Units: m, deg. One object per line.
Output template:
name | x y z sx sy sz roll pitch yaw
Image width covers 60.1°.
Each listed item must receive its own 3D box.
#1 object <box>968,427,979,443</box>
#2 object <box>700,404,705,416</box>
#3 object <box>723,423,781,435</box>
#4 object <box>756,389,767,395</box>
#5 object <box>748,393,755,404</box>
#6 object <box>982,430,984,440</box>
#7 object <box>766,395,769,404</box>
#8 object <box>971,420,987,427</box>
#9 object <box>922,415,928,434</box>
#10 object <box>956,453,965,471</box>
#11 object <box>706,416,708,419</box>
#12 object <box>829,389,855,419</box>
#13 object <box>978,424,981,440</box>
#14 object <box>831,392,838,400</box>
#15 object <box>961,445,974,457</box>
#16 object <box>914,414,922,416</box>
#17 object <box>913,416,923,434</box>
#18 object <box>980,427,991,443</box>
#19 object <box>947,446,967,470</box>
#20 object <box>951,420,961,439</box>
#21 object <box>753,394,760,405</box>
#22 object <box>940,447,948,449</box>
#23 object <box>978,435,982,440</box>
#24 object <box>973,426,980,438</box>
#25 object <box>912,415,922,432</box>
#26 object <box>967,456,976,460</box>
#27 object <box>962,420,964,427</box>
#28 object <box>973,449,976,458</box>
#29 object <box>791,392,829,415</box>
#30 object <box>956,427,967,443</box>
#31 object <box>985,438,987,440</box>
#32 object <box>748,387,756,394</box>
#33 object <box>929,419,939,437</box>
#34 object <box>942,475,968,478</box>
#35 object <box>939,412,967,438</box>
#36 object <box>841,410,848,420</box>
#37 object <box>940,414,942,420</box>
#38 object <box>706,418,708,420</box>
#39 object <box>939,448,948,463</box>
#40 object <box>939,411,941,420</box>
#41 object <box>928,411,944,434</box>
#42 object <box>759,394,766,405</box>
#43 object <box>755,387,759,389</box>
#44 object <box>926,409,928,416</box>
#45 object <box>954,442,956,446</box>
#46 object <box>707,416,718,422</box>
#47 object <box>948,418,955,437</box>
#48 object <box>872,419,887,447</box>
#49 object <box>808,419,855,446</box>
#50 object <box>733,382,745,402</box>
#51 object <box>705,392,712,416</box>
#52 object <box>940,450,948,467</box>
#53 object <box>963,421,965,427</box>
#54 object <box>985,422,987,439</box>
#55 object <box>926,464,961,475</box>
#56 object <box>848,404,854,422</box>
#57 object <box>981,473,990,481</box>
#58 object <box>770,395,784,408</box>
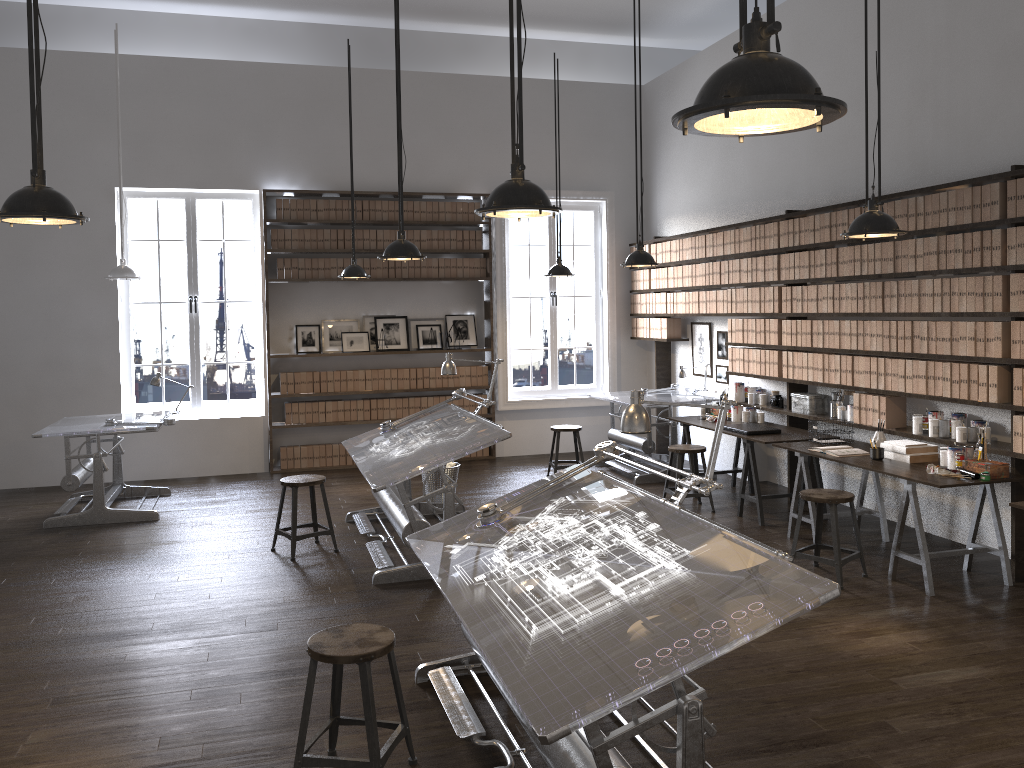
object | 2.908 0.321 5.581 0.062 0.094 0.063 0 3 16
object | 1.790 0.246 8.263 0.068 0.104 0.068 -2 3 -12
object | 1.939 0.368 7.220 0.312 0.033 0.447 -2 5 -16
object | 2.276 0.114 8.082 0.094 0.128 0.095 0 3 14
object | 2.172 0.132 8.038 0.062 0.094 0.062 -3 3 -30
object | 2.764 0.355 5.196 0.008 0.186 0.071 0 2 26
object | 2.289 0.144 7.997 0.054 0.080 0.054 0 3 11
object | 2.992 0.299 5.676 0.095 0.129 0.094 -3 3 -29
object | 2.801 0.278 6.000 0.044 0.127 0.045 -2 2 -16
object | 2.693 0.472 5.321 0.049 0.111 0.050 -2 2 -13
object | 1.758 0.311 7.991 0.011 0.017 0.172 0 5 15
object | 2.563 0.127 6.937 0.156 0.271 0.181 -3 3 -32
object | 2.761 0.342 5.214 0.007 0.214 0.055 -1 2 -9
object | 2.599 0.162 7.096 0.079 0.188 0.079 -3 3 -37
object | 2.801 0.450 5.471 0.094 0.128 0.095 -2 3 -20
object | 2.801 0.270 6.106 0.062 0.119 0.062 0 3 25
object | 2.741 0.281 5.983 0.062 0.119 0.062 1 3 34
object | 2.976 0.321 5.565 0.062 0.095 0.062 0 3 16
object | 2.712 0.452 5.396 0.104 0.141 0.105 -1 3 -8
object | 2.884 0.297 5.750 0.062 0.119 0.062 1 3 42
object | 2.206 0.137 7.976 0.063 0.093 0.062 -3 3 -30
object | 2.755 0.451 5.628 0.062 0.094 0.062 0 3 25
object | 2.756 0.368 5.204 0.038 0.153 0.008 0 2 33
object | 2.949 0.317 5.621 0.045 0.102 0.044 -2 2 -25
object | 2.768 0.275 6.048 0.063 0.118 0.063 0 3 25
object | 2.762 0.484 5.315 0.059 0.088 0.060 -2 3 -12
object | 2.886 0.295 5.654 0.029 0.135 0.004 -2 2 -21
object | 2.757 0.451 5.295 0.005 0.130 0.040 -2 2 -18
object | 2.451 0.159 7.297 0.193 0.152 0.317 -2 4 -17
object | 2.845 0.320 5.605 0.062 0.095 0.062 0 3 16
object | 2.775 0.377 5.190 0.011 0.135 0.005 -1 2 4
object | 2.211 0.098 8.163 0.070 0.130 0.070 0 3 22
object | 2.785 0.291 5.845 0.062 0.119 0.062 1 3 42
object | 2.584 0.539 5.146 0.158 0.005 0.005 3 5 40
object | 2.894 0.275 5.828 0.205 0.161 0.094 -2 3 -15
object | 2.610 0.232 6.784 0.181 0.093 0.062 -1 3 -2
object | 2.851 0.263 5.864 0.036 0.148 0.005 -1 2 7
object | 1.759 0.318 8.004 0.005 0.005 0.158 0 5 18
object | 2.721 0.457 5.570 0.063 0.093 0.063 0 3 25
object | 2.844 0.263 5.870 0.029 0.168 0.004 -1 2 6
object | 2.848 0.266 5.949 0.094 0.161 0.095 -2 3 -20
object | 2.244 0.140 7.922 0.062 0.094 0.062 -3 3 -30
object | 2.255 0.092 8.230 0.072 0.129 0.071 0 3 31
object | 2.843 0.249 6.050 0.009 0.168 0.041 -1 2 -13
object | 2.797 0.435 5.579 0.004 0.133 0.030 -1 2 -11
object | 1.797 0.308 7.888 0.132 0.050 0.197 0 5 13
object | 2.885 0.292 5.812 0.045 0.127 0.044 -1 2 2
object | 2.577 0.353 6.210 0.101 0.209 0.101 0 3 29
object | 2.356 0.354 6.533 0.284 0.160 0.204 -2 4 -16
object | 2.111 0.076 8.241 0.107 0.176 0.107 -2 3 -14
object | 1.821 0.188 8.198 0.068 0.229 0.069 -2 2 -19
object | 2.694 0.462 5.505 0.062 0.094 0.062 1 3 34
object | 2.896 0.295 5.653 0.036 0.119 0.005 -2 2 -19
object | 2.780 0.334 5.199 0.020 0.228 0.007 -1 2 15
object | 2.554 0.511 5.264 0.197 0.050 0.132 3 6 45
object | 2.592 0.222 6.704 0.094 0.128 0.095 -1 3 -9
object | 2.703 0.529 5.054 0.049 0.037 0.049 -2 4 -13
object | 2.293 0.149 7.708 0.091 0.108 0.171 -2 4 -16
